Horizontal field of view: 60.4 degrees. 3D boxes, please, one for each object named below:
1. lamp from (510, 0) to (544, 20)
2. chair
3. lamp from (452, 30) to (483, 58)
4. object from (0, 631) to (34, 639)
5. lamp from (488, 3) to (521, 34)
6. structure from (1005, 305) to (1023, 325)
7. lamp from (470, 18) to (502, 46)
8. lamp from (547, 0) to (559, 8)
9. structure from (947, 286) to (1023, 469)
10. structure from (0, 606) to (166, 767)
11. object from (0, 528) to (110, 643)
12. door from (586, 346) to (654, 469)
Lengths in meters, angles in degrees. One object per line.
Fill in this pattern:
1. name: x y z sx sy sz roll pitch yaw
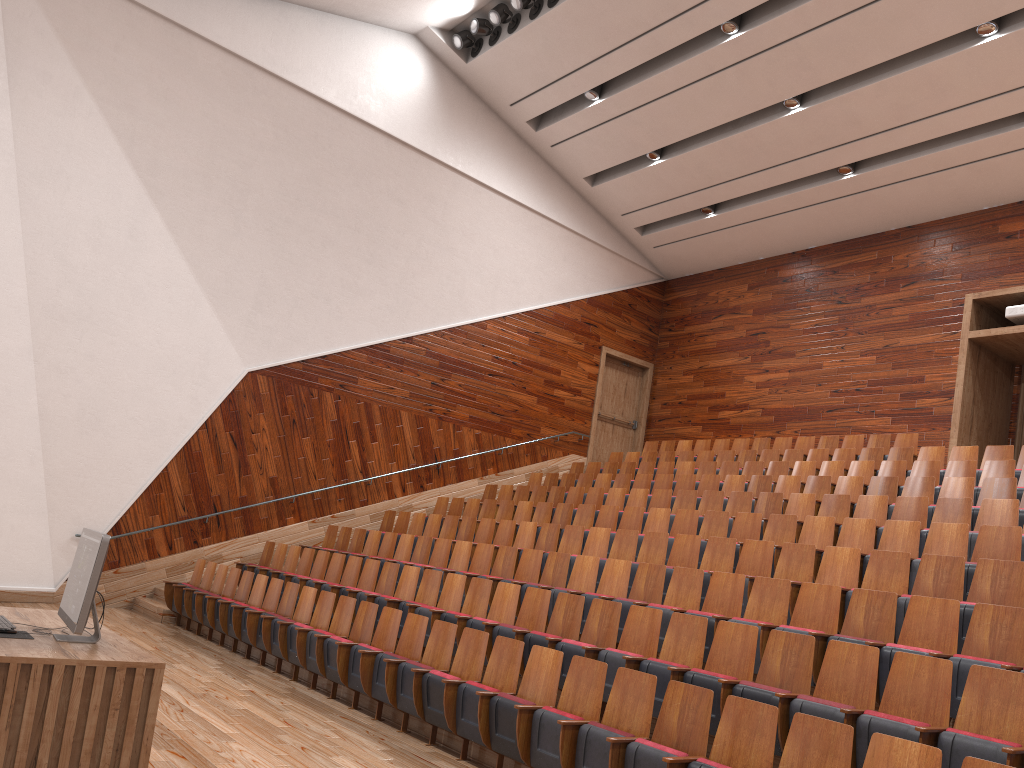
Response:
1. lamp: 0.018 -0.529 1.216 0.045 0.031 0.031 15 -10 -36
2. chair: 0.264 0.149 0.819 0.782 0.367 1.185 16 -13 -36
3. lamp: -0.069 -0.518 1.329 0.045 0.031 0.031 15 -10 -36
4. object: -0.213 0.106 0.371 0.018 0.001 0.022 17 -14 -36
5. lamp: -0.013 -0.525 1.256 0.045 0.031 0.031 15 -10 -36
6. structure: 0.630 -0.094 1.072 0.041 0.031 0.038 15 -11 -36
7. lamp: -0.041 -0.521 1.293 0.044 0.030 0.031 15 -10 -36
8. lamp: 0.043 -0.531 1.184 0.045 0.030 0.031 15 -10 -36
9. structure: 0.660 -0.036 1.113 0.146 0.325 0.116 12 -6 -37
10. structure: -0.223 0.144 0.392 0.079 0.070 0.156 14 -12 -36
11. object: -0.202 0.086 0.387 0.041 0.047 0.089 14 -11 -36
12. door: 0.202 0.062 1.695 0.142 0.237 0.024 13 -6 -37
